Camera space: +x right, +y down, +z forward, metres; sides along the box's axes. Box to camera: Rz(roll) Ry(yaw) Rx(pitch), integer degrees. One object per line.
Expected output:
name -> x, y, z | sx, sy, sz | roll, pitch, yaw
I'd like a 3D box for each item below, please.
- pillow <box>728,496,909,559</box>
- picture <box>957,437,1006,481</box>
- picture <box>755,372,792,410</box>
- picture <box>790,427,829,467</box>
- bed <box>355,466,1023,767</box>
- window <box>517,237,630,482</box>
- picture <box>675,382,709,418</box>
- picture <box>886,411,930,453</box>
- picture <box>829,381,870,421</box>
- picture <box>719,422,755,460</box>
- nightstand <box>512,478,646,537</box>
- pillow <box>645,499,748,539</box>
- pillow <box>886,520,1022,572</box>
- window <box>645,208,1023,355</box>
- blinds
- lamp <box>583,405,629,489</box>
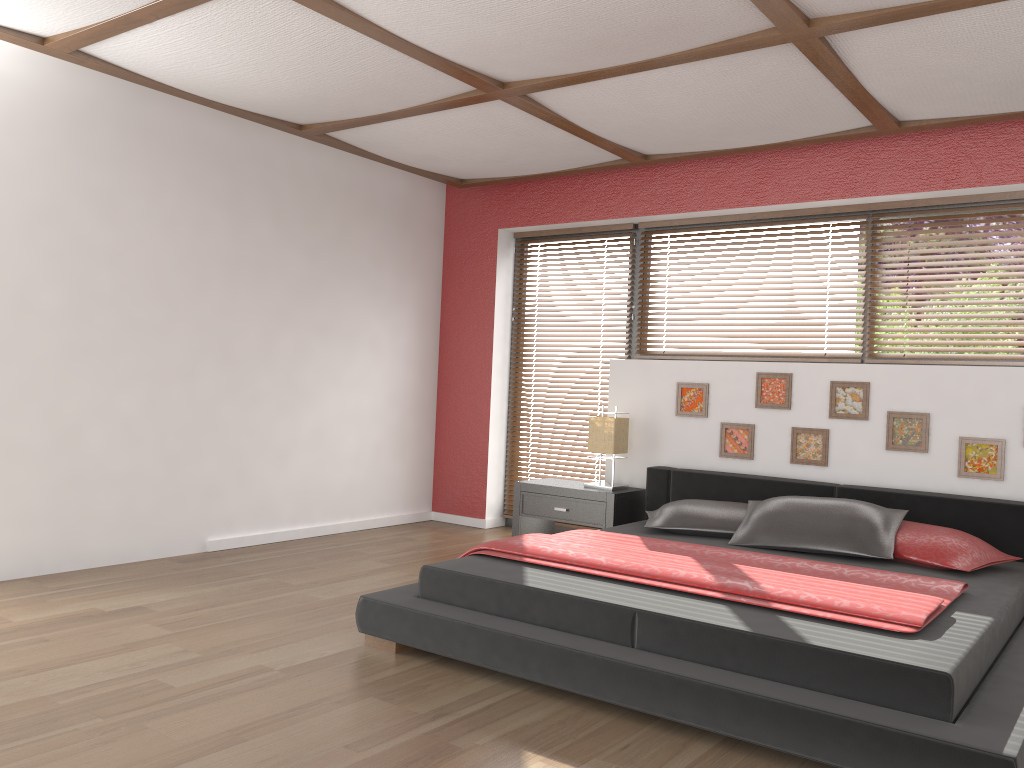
pillow -> 1.403, 0.646, 4.105 | 0.744, 0.241, 0.386 | 2, 0, 32
picture -> 2.276, 0.362, 4.303 | 0.200, 0.200, 0.010 | 2, 0, 36
picture -> 1.450, 0.038, 4.917 | 0.200, 0.200, 0.010 | 2, 0, 36
picture -> 1.607, 0.338, 4.792 | 0.200, 0.200, 0.010 | 2, 0, 36
bed -> 0.898, 0.763, 3.752 | 2.469, 0.577, 2.413 | 2, 0, 36
window -> 0.411, -0.067, 6.119 | 0.889, 1.893, 0.020 | 2, 0, 36
picture -> 1.057, 0.093, 5.203 | 0.200, 0.200, 0.010 | 2, 0, 36
picture -> 2.008, 0.243, 4.503 | 0.200, 0.200, 0.010 | 2, 0, 36
picture -> 1.778, 0.087, 4.676 | 0.200, 0.200, 0.010 | 2, 0, 36
picture -> 1.276, 0.323, 5.034 | 0.200, 0.200, 0.010 | 2, 0, 36
nightstand -> 0.400, 0.823, 5.353 | 0.700, 0.423, 0.413 | 2, 0, 36
pillow -> 1.038, 0.683, 4.476 | 0.745, 0.172, 0.418 | 2, 0, 11
pillow -> 1.805, 0.715, 3.982 | 0.418, 0.172, 0.745 | 3, 0, -35
window -> 2.010, -0.544, 4.968 | 2.817, 0.786, 0.020 | 2, 0, 36
blinds -> 1.941, 0.032, 4.913 | 4.840, 1.952, 0.032 | 2, 0, 36
lamp -> 0.572, 0.369, 5.293 | 0.200, 0.480, 0.200 | 2, 0, 36
